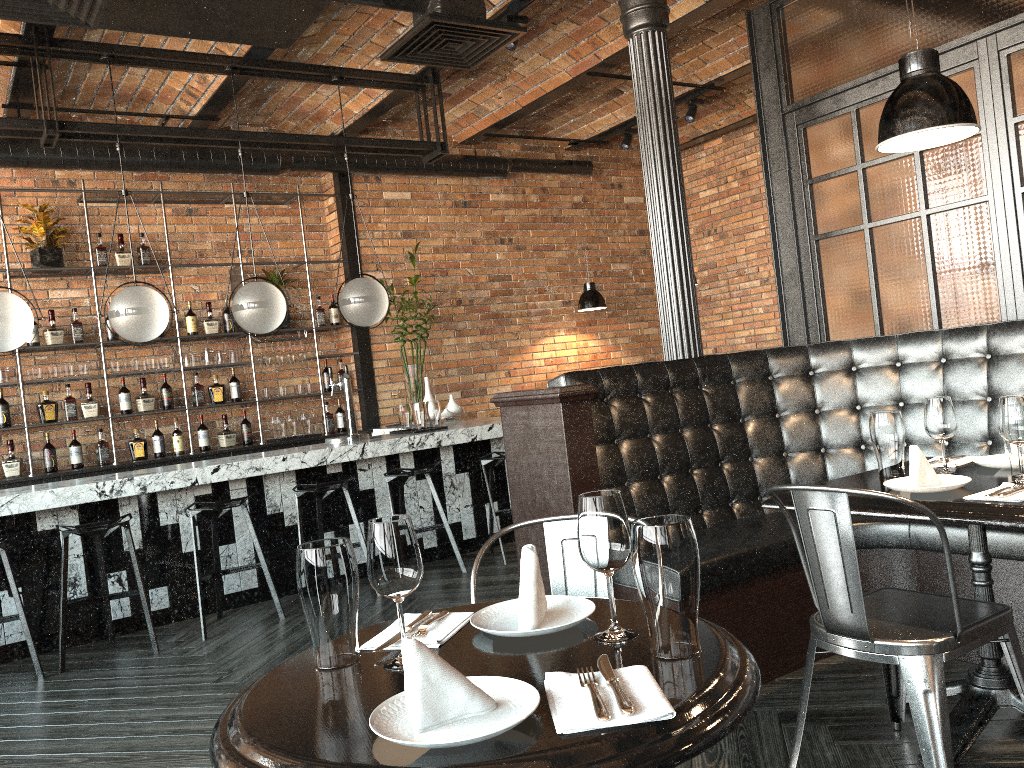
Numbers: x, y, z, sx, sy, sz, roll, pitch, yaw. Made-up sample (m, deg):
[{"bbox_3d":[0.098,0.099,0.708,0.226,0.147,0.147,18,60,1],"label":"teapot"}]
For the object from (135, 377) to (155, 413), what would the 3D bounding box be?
[{"bbox_3d":[-2.900,0.089,6.999,0.123,0.279,0.123,-7,1,-45],"label":"object"}]

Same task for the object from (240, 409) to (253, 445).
[{"bbox_3d":[-2.231,0.363,7.437,0.086,0.299,0.086,-6,0,16],"label":"object"}]

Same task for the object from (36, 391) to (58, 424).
[{"bbox_3d":[-3.476,0.174,6.634,0.151,0.248,0.094,-7,1,-44],"label":"object"}]

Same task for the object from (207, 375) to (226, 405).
[{"bbox_3d":[-2.436,0.048,7.319,0.151,0.248,0.094,-7,0,-24],"label":"object"}]

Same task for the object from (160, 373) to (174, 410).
[{"bbox_3d":[-2.770,0.062,7.106,0.086,0.299,0.086,-6,0,16],"label":"object"}]

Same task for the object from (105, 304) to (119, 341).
[{"bbox_3d":[-3.124,-0.470,6.911,0.086,0.299,0.086,-6,0,16],"label":"object"}]

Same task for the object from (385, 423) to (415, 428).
[{"bbox_3d":[-0.795,0.339,7.741,0.622,0.014,0.622,-6,1,29],"label":"object"}]

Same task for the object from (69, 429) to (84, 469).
[{"bbox_3d":[-3.311,0.494,6.729,0.086,0.298,0.086,-6,0,16],"label":"object"}]

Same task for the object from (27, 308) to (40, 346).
[{"bbox_3d":[-3.582,-0.415,6.614,0.086,0.298,0.086,-6,0,16],"label":"object"}]

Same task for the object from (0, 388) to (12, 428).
[{"bbox_3d":[-3.721,0.177,6.479,0.086,0.297,0.086,-6,0,16],"label":"object"}]

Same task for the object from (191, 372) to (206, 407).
[{"bbox_3d":[-2.565,0.046,7.236,0.083,0.282,0.083,-6,1,42],"label":"object"}]

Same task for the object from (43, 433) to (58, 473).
[{"bbox_3d":[-3.444,0.510,6.603,0.086,0.297,0.086,-7,0,1],"label":"object"}]

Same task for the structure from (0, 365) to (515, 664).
[{"bbox_3d":[-2.361,0.727,5.915,5.346,1.430,1.930,-7,1,-33],"label":"structure"}]

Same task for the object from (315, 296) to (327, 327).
[{"bbox_3d":[-1.698,-0.634,7.846,0.083,0.282,0.083,-7,0,-18],"label":"object"}]

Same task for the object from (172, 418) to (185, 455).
[{"bbox_3d":[-2.689,0.420,7.130,0.080,0.299,0.080,-7,1,-31],"label":"object"}]

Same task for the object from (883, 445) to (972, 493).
[{"bbox_3d":[1.192,0.237,2.560,0.232,0.139,0.232,-6,0,15],"label":"object"}]

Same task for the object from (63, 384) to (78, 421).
[{"bbox_3d":[-3.350,0.140,6.719,0.083,0.282,0.083,-7,1,-33],"label":"object"}]

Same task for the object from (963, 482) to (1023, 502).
[{"bbox_3d":[1.329,0.278,2.339,0.255,0.019,0.157,-7,1,-33],"label":"object"}]

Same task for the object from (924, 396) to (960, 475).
[{"bbox_3d":[1.322,0.162,2.725,0.092,0.244,0.092,-7,0,-16],"label":"object"}]

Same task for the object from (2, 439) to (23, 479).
[{"bbox_3d":[-3.652,0.545,6.479,0.123,0.279,0.123,-7,0,-20],"label":"object"}]

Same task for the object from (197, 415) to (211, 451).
[{"bbox_3d":[-2.524,0.399,7.248,0.086,0.298,0.086,-6,0,16],"label":"object"}]

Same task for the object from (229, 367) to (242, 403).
[{"bbox_3d":[-2.318,0.009,7.416,0.086,0.298,0.086,-6,0,16],"label":"object"}]

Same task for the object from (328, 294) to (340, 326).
[{"bbox_3d":[-1.597,-0.655,7.946,0.086,0.298,0.086,-6,0,21],"label":"object"}]

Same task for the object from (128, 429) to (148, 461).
[{"bbox_3d":[-2.936,0.475,6.965,0.151,0.248,0.094,-7,0,-24],"label":"object"}]

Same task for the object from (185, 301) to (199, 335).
[{"bbox_3d":[-2.620,-0.530,7.246,0.086,0.299,0.086,-6,0,16],"label":"object"}]

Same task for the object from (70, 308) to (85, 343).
[{"bbox_3d":[-3.326,-0.437,6.773,0.083,0.282,0.083,-7,1,-33],"label":"object"}]

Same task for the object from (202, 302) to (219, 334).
[{"bbox_3d":[-2.486,-0.536,7.310,0.123,0.279,0.123,-7,1,-25],"label":"object"}]

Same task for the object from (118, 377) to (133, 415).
[{"bbox_3d":[-3.030,0.094,6.939,0.086,0.298,0.086,-6,0,16],"label":"object"}]

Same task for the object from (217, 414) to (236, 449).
[{"bbox_3d":[-2.361,0.390,7.330,0.123,0.279,0.123,-7,1,-45],"label":"object"}]

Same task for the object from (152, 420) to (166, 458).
[{"bbox_3d":[-2.818,0.435,7.062,0.086,0.298,0.086,-6,0,16],"label":"object"}]

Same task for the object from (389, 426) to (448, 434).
[{"bbox_3d":[-0.677,0.334,6.405,0.273,0.019,0.437,-7,1,-33],"label":"object"}]

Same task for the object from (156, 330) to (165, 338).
[{"bbox_3d":[-2.850,-0.477,7.085,0.151,0.248,0.094,-7,0,-4],"label":"object"}]

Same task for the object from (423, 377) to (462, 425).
[{"bbox_3d":[-0.608,0.129,7.408,0.316,0.397,0.319,-6,0,16],"label":"object"}]

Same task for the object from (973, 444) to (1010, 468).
[{"bbox_3d":[1.578,0.191,2.797,0.232,0.139,0.232,-6,0,15],"label":"object"}]

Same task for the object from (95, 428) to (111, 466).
[{"bbox_3d":[-3.154,0.483,6.823,0.083,0.282,0.083,-6,1,42],"label":"object"}]

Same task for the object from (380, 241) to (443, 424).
[{"bbox_3d":[-0.857,-0.427,7.719,0.584,1.546,0.673,-7,0,6],"label":"object"}]

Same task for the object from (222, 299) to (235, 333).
[{"bbox_3d":[-2.372,-0.560,7.406,0.086,0.297,0.086,-6,0,16],"label":"object"}]

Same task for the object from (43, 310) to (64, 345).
[{"bbox_3d":[-3.452,-0.420,6.673,0.123,0.279,0.123,-7,1,-45],"label":"object"}]

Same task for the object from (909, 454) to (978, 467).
[{"bbox_3d":[1.450,0.259,2.982,0.255,0.019,0.157,-7,1,-38],"label":"object"}]

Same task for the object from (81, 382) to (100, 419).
[{"bbox_3d":[-3.227,0.128,6.783,0.123,0.279,0.123,-7,0,-20],"label":"object"}]

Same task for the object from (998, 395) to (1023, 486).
[{"bbox_3d":[1.402,0.155,2.456,0.092,0.244,0.092,-6,1,40],"label":"object"}]

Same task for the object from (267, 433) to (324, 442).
[{"bbox_3d":[-1.865,0.461,7.599,0.437,0.019,0.273,-7,1,-33],"label":"object"}]
